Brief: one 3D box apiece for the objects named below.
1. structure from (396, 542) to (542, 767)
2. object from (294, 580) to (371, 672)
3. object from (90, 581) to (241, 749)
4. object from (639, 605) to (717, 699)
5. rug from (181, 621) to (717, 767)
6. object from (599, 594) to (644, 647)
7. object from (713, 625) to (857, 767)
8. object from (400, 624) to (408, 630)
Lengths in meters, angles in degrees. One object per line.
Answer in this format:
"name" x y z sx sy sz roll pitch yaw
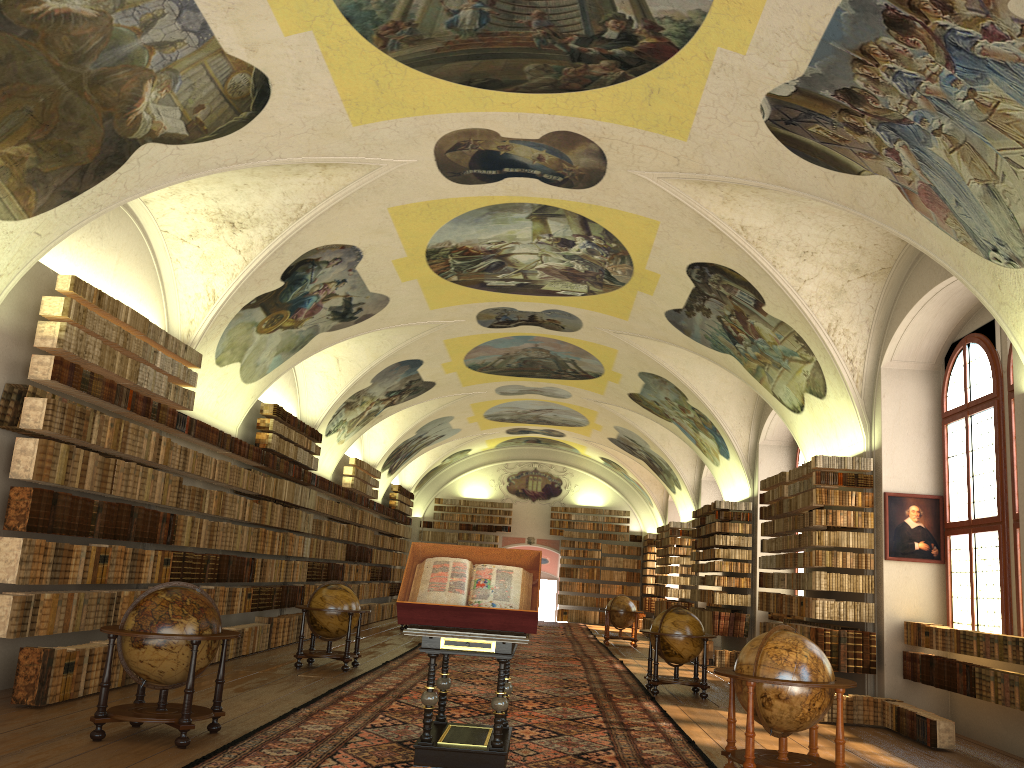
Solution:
"structure" -0.391 2.586 8.598 1.245 1.973 1.899 3 -12 3
"object" -3.067 4.081 15.092 1.280 1.443 1.283 -6 -15 39
"object" -3.301 2.636 8.522 1.281 1.443 1.281 12 -14 -34
"object" 2.759 4.428 14.814 1.281 1.443 1.281 12 -14 -34
"rug" 0.043 5.664 18.192 4.704 0.064 37.051 3 -12 3
"object" 3.141 6.784 25.528 1.280 1.443 1.282 -8 -16 44
"object" 2.524 2.983 8.245 1.280 1.443 1.283 -6 -15 39
"object" -2.692 6.440 25.818 1.280 1.443 1.282 -8 -16 44
